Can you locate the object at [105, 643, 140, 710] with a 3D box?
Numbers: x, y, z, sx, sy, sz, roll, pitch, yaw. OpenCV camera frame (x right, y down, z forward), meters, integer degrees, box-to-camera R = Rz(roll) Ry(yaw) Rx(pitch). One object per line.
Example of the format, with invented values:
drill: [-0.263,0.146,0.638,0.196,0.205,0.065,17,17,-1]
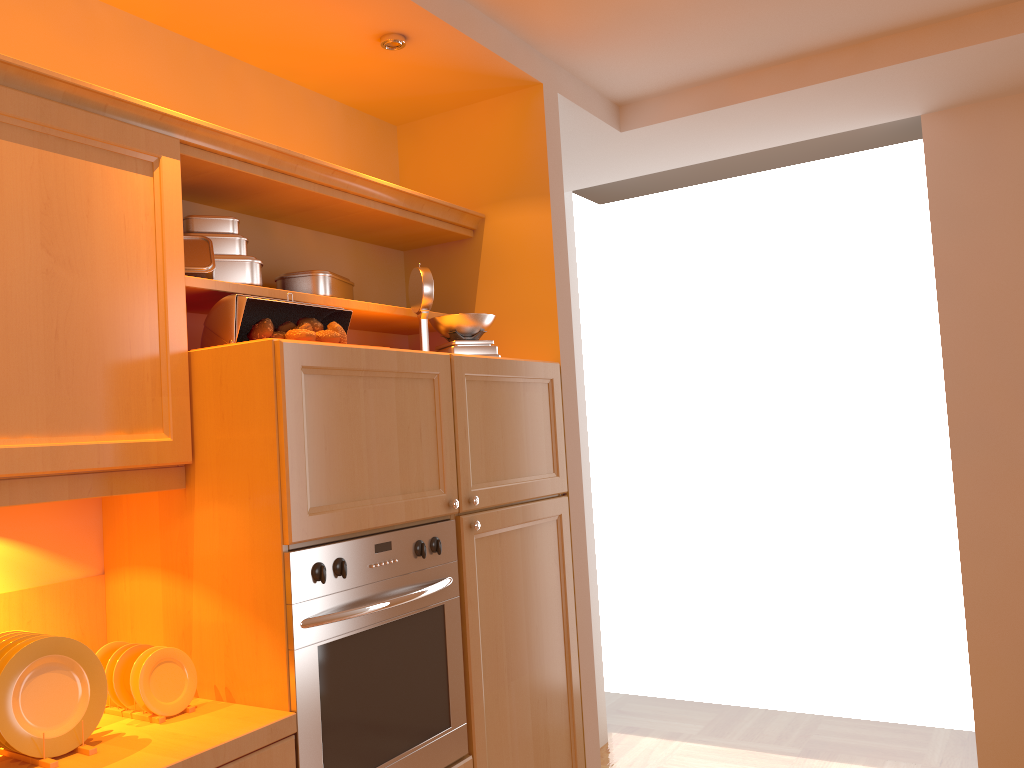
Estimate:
object: [-0.781,0.604,1.834,0.037,0.129,0.133,-5,-4,31]

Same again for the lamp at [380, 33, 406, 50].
lamp: [-0.333,-0.955,2.480,0.070,0.021,0.070,-3,-3,-8]

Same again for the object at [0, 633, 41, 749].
object: [-0.884,0.560,1.621,0.049,0.200,0.205,-6,-4,33]

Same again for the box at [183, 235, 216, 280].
box: [-0.757,-0.295,2.098,0.098,0.129,0.117,-2,-4,-23]

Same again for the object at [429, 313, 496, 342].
object: [-0.144,-0.157,2.618,0.199,0.075,0.199,-3,-3,0]

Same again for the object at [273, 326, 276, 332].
object: [-0.584,-0.114,2.090,0.037,0.061,0.069,-4,-3,14]

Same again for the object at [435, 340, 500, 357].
object: [-0.140,-0.093,2.614,0.156,0.053,0.179,-2,-4,-24]

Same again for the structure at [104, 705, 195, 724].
structure: [-0.755,0.665,1.816,0.219,0.010,0.084,-6,-4,32]

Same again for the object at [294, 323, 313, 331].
object: [-0.499,-0.116,2.093,0.056,0.056,0.065,-4,-3,15]

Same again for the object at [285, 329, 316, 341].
object: [-0.483,-0.109,2.032,0.066,0.034,0.069,-1,-4,-40]

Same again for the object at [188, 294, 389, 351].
object: [-0.525,-0.134,2.105,0.280,0.123,0.400,-5,-4,32]

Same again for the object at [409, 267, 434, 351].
object: [-0.258,-0.204,2.570,0.039,0.271,0.134,-2,-4,-24]

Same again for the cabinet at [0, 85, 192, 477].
cabinet: [-1.311,-0.186,1.245,0.332,0.712,1.792,-5,-4,31]

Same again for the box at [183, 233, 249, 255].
box: [-0.761,-0.337,2.247,0.177,0.066,0.124,-2,-4,-23]

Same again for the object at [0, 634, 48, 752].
object: [-0.861,0.558,1.606,0.049,0.200,0.205,-6,-4,33]

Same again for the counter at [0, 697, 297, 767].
counter: [-1.144,0.673,1.126,0.600,0.038,1.800,-5,-4,31]

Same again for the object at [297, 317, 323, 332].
object: [-0.489,-0.140,2.146,0.063,0.047,0.061,-3,-3,-11]

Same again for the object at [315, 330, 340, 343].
object: [-0.439,-0.109,2.094,0.062,0.036,0.065,-7,-5,44]

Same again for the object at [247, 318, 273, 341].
object: [-0.574,-0.118,2.027,0.069,0.064,0.055,-6,-4,36]

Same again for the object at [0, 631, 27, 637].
object: [-0.931,0.564,1.653,0.049,0.200,0.205,-6,-4,33]

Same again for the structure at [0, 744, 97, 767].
structure: [-0.850,0.658,1.599,0.219,0.010,0.084,-6,-4,34]

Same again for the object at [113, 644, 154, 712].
object: [-0.758,0.602,1.819,0.037,0.129,0.133,-5,-4,31]

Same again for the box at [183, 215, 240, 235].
box: [-0.765,-0.391,2.250,0.140,0.052,0.098,-2,-4,-23]

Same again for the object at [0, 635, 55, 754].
object: [-0.838,0.555,1.590,0.049,0.200,0.205,-6,-4,33]

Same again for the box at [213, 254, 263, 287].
box: [-0.757,-0.268,2.243,0.242,0.090,0.169,-2,-4,-23]

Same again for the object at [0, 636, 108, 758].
object: [-0.815,0.553,1.574,0.049,0.200,0.205,-6,-4,33]

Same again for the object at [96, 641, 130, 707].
object: [-0.827,0.608,1.863,0.037,0.129,0.133,-6,-4,33]

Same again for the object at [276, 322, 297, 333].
object: [-0.540,-0.116,2.121,0.061,0.063,0.066,-6,-4,38]

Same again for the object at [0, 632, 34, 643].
object: [-0.908,0.562,1.637,0.049,0.200,0.205,-6,-4,33]

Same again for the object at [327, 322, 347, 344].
object: [-0.424,-0.118,2.151,0.045,0.064,0.066,-3,-3,-8]

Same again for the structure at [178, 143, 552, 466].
structure: [-0.565,-0.454,1.103,1.061,1.148,4.091,-4,-3,5]

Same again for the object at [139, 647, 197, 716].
object: [-0.688,0.595,1.775,0.037,0.129,0.133,-5,-4,31]

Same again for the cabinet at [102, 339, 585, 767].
cabinet: [-0.817,0.771,1.628,0.625,1.700,3.000,-5,-4,31]

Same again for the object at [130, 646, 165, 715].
object: [-0.711,0.597,1.790,0.037,0.129,0.133,-5,-4,31]

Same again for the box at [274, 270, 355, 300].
box: [-0.563,-0.262,2.550,0.169,0.090,0.242,-4,-3,12]

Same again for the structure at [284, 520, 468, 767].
structure: [-0.265,0.630,1.988,0.066,0.583,0.576,-5,-4,31]

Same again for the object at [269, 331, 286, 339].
object: [-0.546,-0.105,2.053,0.067,0.035,0.068,-2,-3,-18]
